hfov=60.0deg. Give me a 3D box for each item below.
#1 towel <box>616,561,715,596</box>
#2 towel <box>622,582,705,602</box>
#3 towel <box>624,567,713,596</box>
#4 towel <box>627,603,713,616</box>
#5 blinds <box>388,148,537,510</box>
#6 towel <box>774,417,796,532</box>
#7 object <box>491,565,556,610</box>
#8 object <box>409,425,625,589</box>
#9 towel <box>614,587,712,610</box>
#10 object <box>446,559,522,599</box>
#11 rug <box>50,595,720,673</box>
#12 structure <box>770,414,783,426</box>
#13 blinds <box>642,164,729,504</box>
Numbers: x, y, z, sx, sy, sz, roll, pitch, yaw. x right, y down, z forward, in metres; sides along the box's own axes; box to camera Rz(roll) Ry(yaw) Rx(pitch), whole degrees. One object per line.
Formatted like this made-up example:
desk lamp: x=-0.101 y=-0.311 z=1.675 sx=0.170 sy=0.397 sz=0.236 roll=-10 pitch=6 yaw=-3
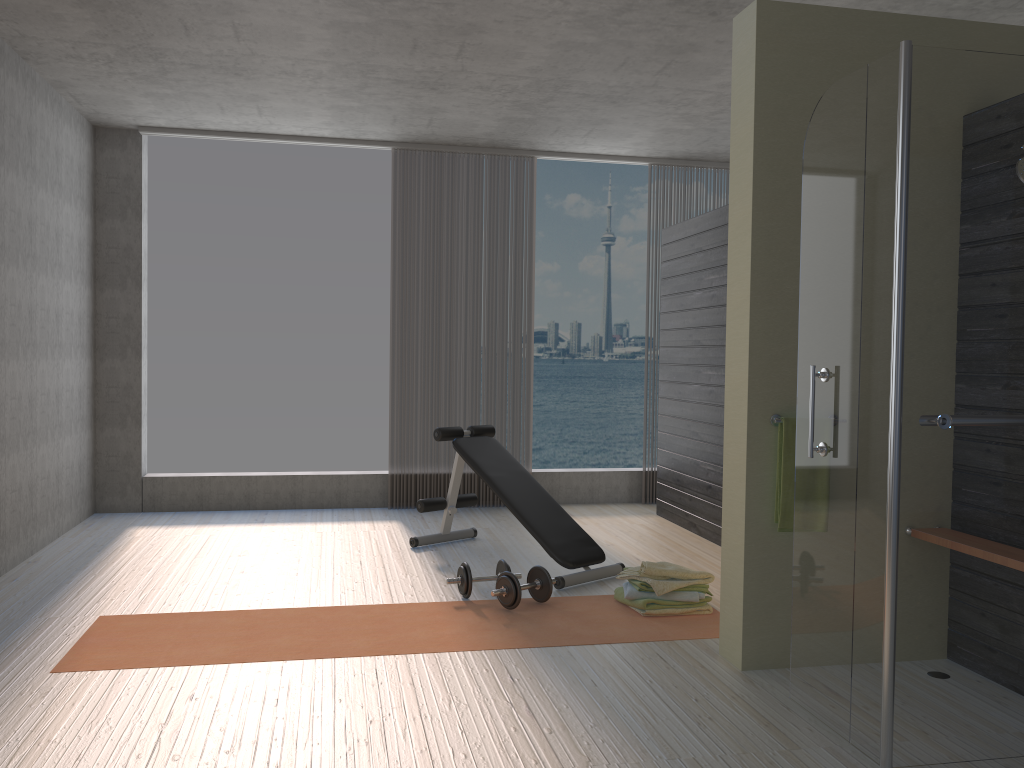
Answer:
towel: x=0.729 y=0.895 z=4.229 sx=0.384 sy=0.123 sz=0.373 roll=0 pitch=2 yaw=-28
towel: x=0.723 y=0.986 z=4.240 sx=0.383 sy=0.078 sz=0.383 roll=1 pitch=2 yaw=5
towel: x=0.746 y=0.949 z=4.253 sx=0.376 sy=0.085 sz=0.371 roll=1 pitch=2 yaw=-7
towel: x=0.731 y=1.035 z=4.217 sx=0.376 sy=0.044 sz=0.371 roll=0 pitch=2 yaw=-13
blinds: x=-0.375 y=-0.413 z=6.842 sx=1.133 sy=2.744 sz=0.069 roll=0 pitch=2 yaw=-12
towel: x=1.102 y=0.341 z=3.333 sx=0.214 sy=0.433 sz=0.070 roll=0 pitch=2 yaw=-16
object: x=0.058 y=0.956 z=4.171 sx=0.385 sy=0.176 sz=0.176 roll=-1 pitch=2 yaw=-40
object: x=-0.002 y=0.644 z=5.104 sx=0.505 sy=0.746 sz=1.312 roll=-1 pitch=2 yaw=-42
towel: x=0.711 y=1.011 z=4.220 sx=0.380 sy=0.081 sz=0.367 roll=0 pitch=2 yaw=-14
object: x=-0.135 y=0.957 z=4.355 sx=0.385 sy=0.176 sz=0.176 roll=0 pitch=2 yaw=-20
rug: x=-0.395 y=1.052 z=3.859 sx=2.779 sy=0.002 sz=0.716 roll=0 pitch=2 yaw=-12
structure: x=1.121 y=0.139 z=3.352 sx=0.298 sy=0.046 sz=0.052 roll=0 pitch=2 yaw=-12
blinds: x=1.618 y=-0.397 z=7.248 sx=1.133 sy=2.744 sz=0.069 roll=0 pitch=2 yaw=-12
